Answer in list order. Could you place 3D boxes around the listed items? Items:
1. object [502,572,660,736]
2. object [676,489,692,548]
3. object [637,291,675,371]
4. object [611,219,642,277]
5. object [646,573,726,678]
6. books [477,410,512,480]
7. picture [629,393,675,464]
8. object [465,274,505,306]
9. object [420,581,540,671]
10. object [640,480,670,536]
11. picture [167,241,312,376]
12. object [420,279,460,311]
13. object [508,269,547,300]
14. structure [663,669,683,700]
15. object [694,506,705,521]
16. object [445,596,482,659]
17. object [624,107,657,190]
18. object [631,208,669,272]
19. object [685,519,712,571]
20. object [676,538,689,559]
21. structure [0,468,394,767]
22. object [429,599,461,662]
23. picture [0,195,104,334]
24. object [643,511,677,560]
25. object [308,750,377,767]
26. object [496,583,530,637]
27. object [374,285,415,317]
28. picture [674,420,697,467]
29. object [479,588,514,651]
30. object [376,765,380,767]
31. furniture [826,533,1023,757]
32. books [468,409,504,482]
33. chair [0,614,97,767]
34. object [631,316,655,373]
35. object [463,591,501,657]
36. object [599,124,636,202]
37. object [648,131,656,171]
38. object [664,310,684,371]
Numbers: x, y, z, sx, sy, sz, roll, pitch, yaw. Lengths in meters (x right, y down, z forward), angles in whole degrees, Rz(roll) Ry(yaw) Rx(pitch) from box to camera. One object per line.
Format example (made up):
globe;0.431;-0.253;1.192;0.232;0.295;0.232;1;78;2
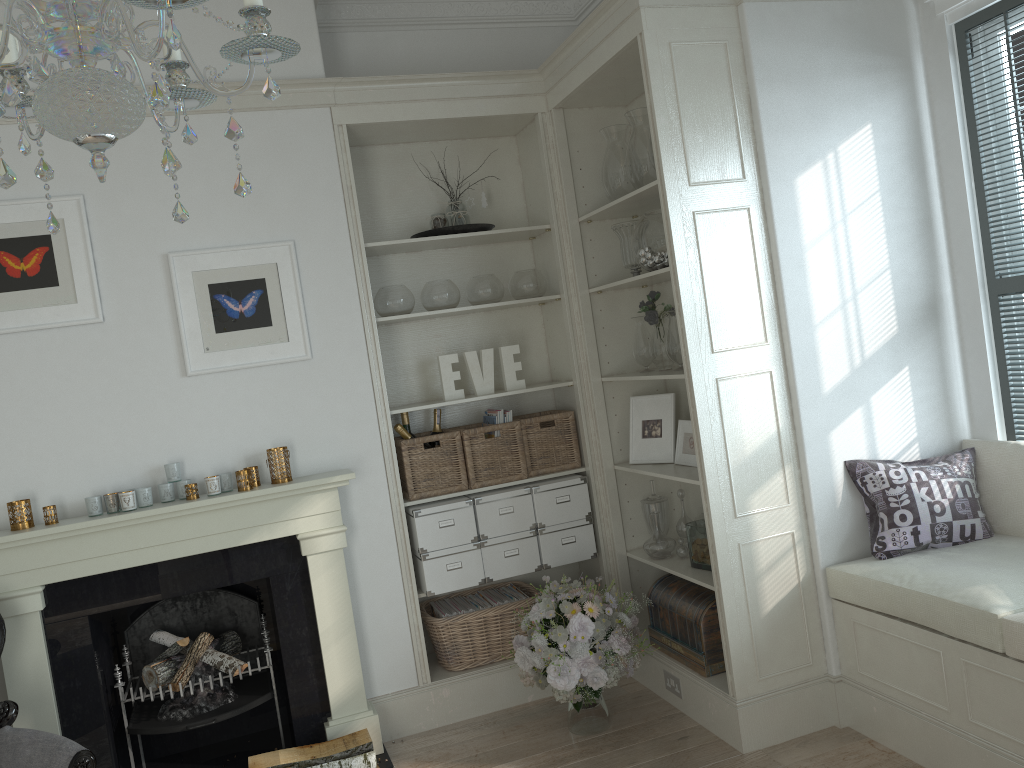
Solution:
object;0.276;1.094;3.636;0.544;0.643;0.570;-9;2;-27
object;0.780;0.607;4.006;0.088;0.271;0.088;-9;2;-13
object;0.641;-0.234;3.878;0.166;0.355;0.206;-8;2;21
object;0.536;-0.583;3.913;0.168;0.256;0.168;-7;2;30
object;0.798;0.984;3.731;0.290;0.297;0.475;-9;2;-18
books;-0.108;0.287;4.149;0.205;0.306;0.221;-9;2;-18
picture;0.637;0.200;3.981;0.231;0.300;0.127;-6;3;42
object;-0.127;-0.435;4.141;0.185;0.140;0.185;-8;2;2
object;-0.138;1.125;4.128;0.554;0.263;0.408;-9;2;-17
object;0.663;0.599;4.070;0.129;0.315;0.129;-9;2;-13
picture;-1.105;-0.313;3.618;0.494;0.496;0.024;-9;2;-18
object;-0.329;-0.403;4.075;0.185;0.140;0.185;-8;2;2
object;0.075;-0.468;4.208;0.185;0.140;0.185;-8;2;2
structure;0.670;1.250;3.693;0.010;0.084;0.140;-9;2;-18
object;0.860;0.640;3.955;0.094;0.188;0.094;-7;2;24
object;-0.221;1.127;4.099;0.088;0.238;0.274;-9;2;-18
object;0.569;-0.965;3.733;0.193;0.362;0.193;-10;3;-35
object;0.650;-0.585;3.606;0.329;0.249;0.329;-10;3;-43
object;0.861;0.658;3.554;0.171;0.180;0.387;-9;2;-18
object;0.737;0.711;3.844;0.056;0.090;0.056;-8;2;13
structure;-1.289;1.052;3.573;1.432;1.191;1.026;-9;2;-18
object;-0.293;1.138;4.083;0.088;0.238;0.274;-9;2;-18
picture;-1.861;-0.450;3.372;0.494;0.496;0.024;-9;2;-18
object;0.647;0.666;3.920;0.148;0.200;0.148;-7;3;39
object;-0.744;1.484;3.310;0.483;0.128;0.084;-9;2;-16
object;0.014;1.089;4.176;0.088;0.238;0.274;-9;2;-18
object;-0.532;-0.371;4.009;0.185;0.140;0.185;-8;2;2
picture;0.785;0.246;3.760;0.124;0.192;0.206;-9;2;-23
object;-0.063;1.102;4.150;0.088;0.238;0.274;-9;2;-18
object;-0.672;1.499;3.265;0.389;0.085;0.109;-9;2;-16
furniture;2.046;0.789;1.937;0.837;0.459;3.150;-9;2;-18
books;-0.148;0.283;4.136;0.205;0.306;0.221;-9;2;-18
chair;-1.761;1.232;2.627;0.763;1.024;0.778;-7;3;37
object;0.595;-0.181;4.018;0.110;0.251;0.110;-6;3;44
object;-0.144;1.114;4.124;0.088;0.238;0.274;-9;2;-18
object;0.485;-0.961;3.965;0.193;0.362;0.193;-10;3;-35
object;0.627;-0.964;3.483;0.193;0.362;0.193;-10;3;-35
object;0.694;-0.184;3.716;0.110;0.251;0.110;-6;3;44
